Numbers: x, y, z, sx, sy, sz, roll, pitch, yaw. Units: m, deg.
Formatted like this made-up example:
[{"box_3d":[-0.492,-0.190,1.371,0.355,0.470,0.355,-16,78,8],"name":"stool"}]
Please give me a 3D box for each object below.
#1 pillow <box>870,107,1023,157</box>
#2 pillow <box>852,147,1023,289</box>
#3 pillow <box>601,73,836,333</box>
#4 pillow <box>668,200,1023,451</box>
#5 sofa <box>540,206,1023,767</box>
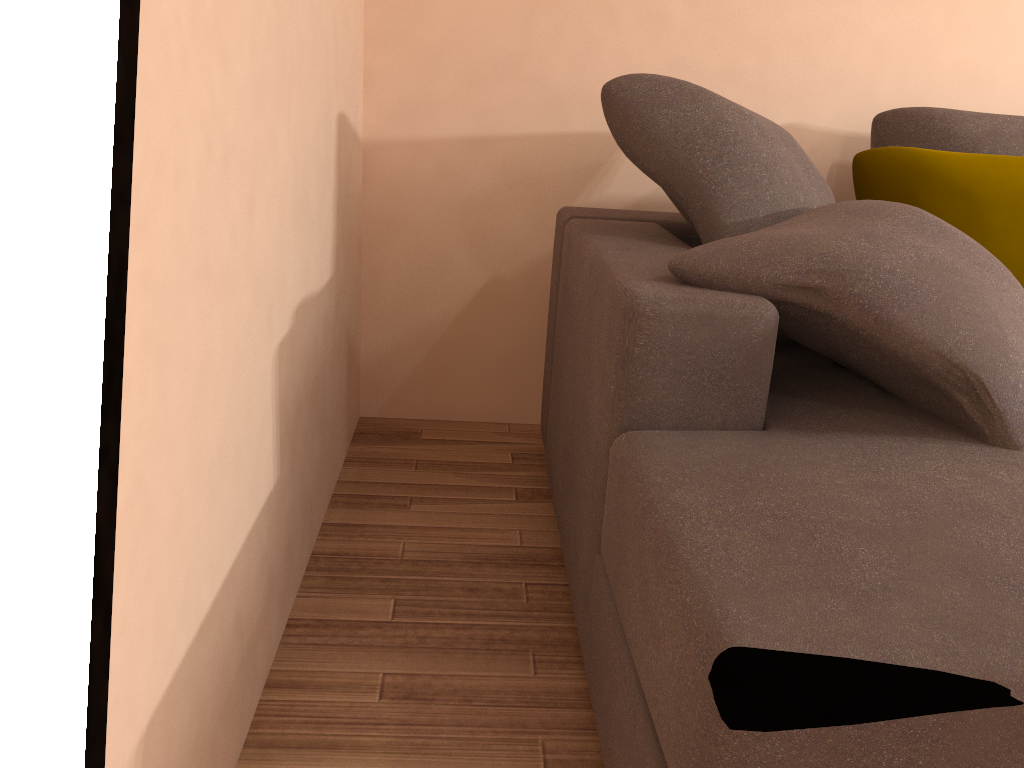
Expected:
[{"box_3d":[1.391,-0.452,2.462,0.787,0.576,0.431,7,18,11],"name":"pillow"},{"box_3d":[1.180,-0.336,2.252,0.631,0.486,0.335,0,18,-10],"name":"pillow"},{"box_3d":[0.575,-0.433,2.173,0.483,0.578,0.806,16,22,34],"name":"pillow"},{"box_3d":[0.746,-0.112,1.671,0.645,0.415,0.792,16,22,34],"name":"pillow"},{"box_3d":[1.914,0.218,1.899,3.565,0.776,1.906,3,18,-3],"name":"sofa"}]
